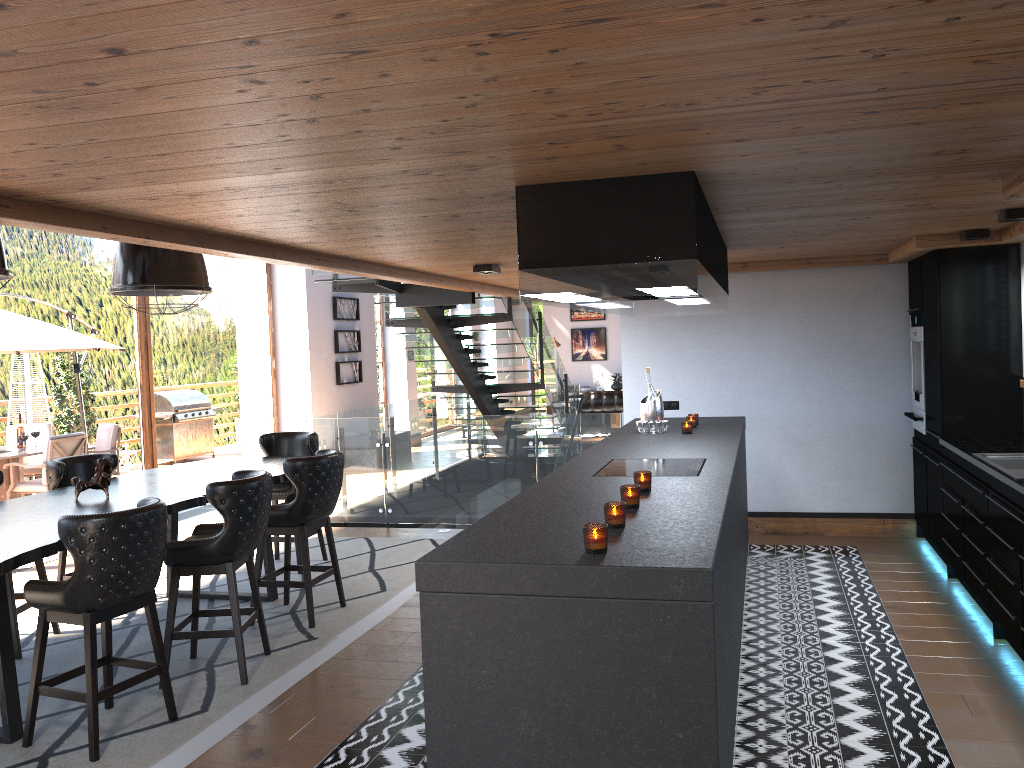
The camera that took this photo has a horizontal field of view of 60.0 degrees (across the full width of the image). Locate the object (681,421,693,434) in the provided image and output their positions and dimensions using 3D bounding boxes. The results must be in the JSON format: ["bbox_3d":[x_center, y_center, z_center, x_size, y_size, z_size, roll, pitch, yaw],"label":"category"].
[{"bbox_3d":[1.181,0.293,5.984,0.080,0.081,0.078,-3,2,-20],"label":"object"}]

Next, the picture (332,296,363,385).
[{"bbox_3d":[-2.498,-0.660,13.499,0.059,1.311,0.779,-2,2,16],"label":"picture"}]

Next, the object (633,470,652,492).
[{"bbox_3d":[0.557,0.414,3.778,0.080,0.081,0.078,-3,2,-30],"label":"object"}]

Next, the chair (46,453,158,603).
[{"bbox_3d":[-2.894,1.052,6.163,0.563,1.091,0.509,-1,2,24],"label":"chair"}]

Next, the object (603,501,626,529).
[{"bbox_3d":[0.357,0.453,3.069,0.080,0.081,0.078,-3,2,-30],"label":"object"}]

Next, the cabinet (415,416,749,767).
[{"bbox_3d":[0.810,0.948,4.913,0.883,1.103,4.833,-2,3,16],"label":"cabinet"}]

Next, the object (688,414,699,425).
[{"bbox_3d":[1.338,0.263,6.538,0.080,0.081,0.078,-3,2,-20],"label":"object"}]

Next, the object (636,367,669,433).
[{"bbox_3d":[0.969,0.108,6.159,0.225,0.452,0.226,-2,2,15],"label":"object"}]

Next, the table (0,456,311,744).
[{"bbox_3d":[-2.352,1.150,5.300,1.420,0.949,3.822,-2,3,16],"label":"table"}]

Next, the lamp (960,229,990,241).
[{"bbox_3d":[3.053,-0.990,5.845,0.154,0.068,0.153,-2,2,15],"label":"lamp"}]

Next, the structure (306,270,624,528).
[{"bbox_3d":[-2.677,0.988,10.931,9.154,6.395,11.099,-2,2,15],"label":"structure"}]

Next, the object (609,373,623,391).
[{"bbox_3d":[2.559,-0.060,21.579,0.337,0.455,0.338,-1,3,41],"label":"object"}]

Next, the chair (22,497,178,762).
[{"bbox_3d":[-1.873,1.102,4.097,0.563,1.091,0.509,-1,2,24],"label":"chair"}]

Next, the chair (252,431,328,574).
[{"bbox_3d":[-1.835,0.954,7.233,0.501,1.091,0.572,-2,2,14],"label":"chair"}]

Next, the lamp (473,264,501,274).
[{"bbox_3d":[-0.198,-0.914,7.017,0.154,0.068,0.263,-2,3,16],"label":"lamp"}]

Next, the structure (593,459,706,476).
[{"bbox_3d":[0.707,0.427,4.474,0.501,0.017,0.614,-2,3,15],"label":"structure"}]

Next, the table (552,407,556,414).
[{"bbox_3d":[1.030,0.634,17.607,0.403,0.609,0.420,-2,2,15],"label":"table"}]

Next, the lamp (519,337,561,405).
[{"bbox_3d":[0.651,-0.150,21.165,0.521,1.898,1.338,-1,2,36],"label":"lamp"}]

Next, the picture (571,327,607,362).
[{"bbox_3d":[1.905,-0.979,21.996,0.874,0.816,0.036,-2,2,15],"label":"picture"}]

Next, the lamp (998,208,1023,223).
[{"bbox_3d":[2.782,-0.937,4.889,0.154,0.068,0.153,-2,2,15],"label":"lamp"}]

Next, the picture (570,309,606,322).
[{"bbox_3d":[1.865,-1.972,21.965,0.874,0.816,0.036,-2,2,15],"label":"picture"}]

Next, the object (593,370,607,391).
[{"bbox_3d":[2.121,-0.072,21.625,0.261,0.532,0.424,-3,2,-16],"label":"object"}]

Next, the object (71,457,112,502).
[{"bbox_3d":[-2.492,0.563,5.262,0.223,0.253,0.115,-3,2,-22],"label":"object"}]

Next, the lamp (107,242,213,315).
[{"bbox_3d":[-2.330,-2.782,5.594,0.628,4.683,0.615,-3,2,-30],"label":"lamp"}]

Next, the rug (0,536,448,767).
[{"bbox_3d":[-2.187,1.585,5.612,2.536,0.047,5.669,-2,3,16],"label":"rug"}]

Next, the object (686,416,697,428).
[{"bbox_3d":[1.286,0.273,6.355,0.080,0.081,0.078,-3,2,-20],"label":"object"}]

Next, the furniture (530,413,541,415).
[{"bbox_3d":[-0.293,0.747,18.147,1.168,0.436,2.778,-2,3,16],"label":"furniture"}]

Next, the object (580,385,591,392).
[{"bbox_3d":[1.803,0.113,21.808,0.279,0.160,0.261,-2,2,18],"label":"object"}]

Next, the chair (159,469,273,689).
[{"bbox_3d":[-1.587,1.047,4.874,0.568,1.091,0.504,-2,2,-1],"label":"chair"}]

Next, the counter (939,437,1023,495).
[{"bbox_3d":[2.891,0.458,4.890,0.528,0.040,2.584,-2,3,16],"label":"counter"}]

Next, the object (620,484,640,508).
[{"bbox_3d":[0.457,0.434,3.423,0.080,0.081,0.078,-3,2,-30],"label":"object"}]

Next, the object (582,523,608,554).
[{"bbox_3d":[0.256,0.473,2.714,0.080,0.081,0.078,-3,2,-30],"label":"object"}]

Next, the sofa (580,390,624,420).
[{"bbox_3d":[2.356,0.505,16.719,2.551,0.838,1.247,-2,2,14],"label":"sofa"}]

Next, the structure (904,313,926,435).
[{"bbox_3d":[3.309,-0.089,7.106,0.254,0.945,0.601,-2,2,16],"label":"structure"}]

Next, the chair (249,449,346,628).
[{"bbox_3d":[-1.371,0.998,5.818,0.565,1.091,0.507,-2,2,14],"label":"chair"}]

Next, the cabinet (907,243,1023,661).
[{"bbox_3d":[2.703,0.264,4.258,0.540,2.379,6.473,-2,2,16],"label":"cabinet"}]

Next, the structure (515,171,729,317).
[{"bbox_3d":[0.806,-0.664,5.041,0.706,0.476,3.272,-2,3,16],"label":"structure"}]

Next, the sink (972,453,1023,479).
[{"bbox_3d":[2.852,0.311,4.809,0.459,0.420,0.968,-2,2,16],"label":"sink"}]

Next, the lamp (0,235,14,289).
[{"bbox_3d":[-2.765,-2.697,4.054,0.628,4.683,0.615,-3,2,-30],"label":"lamp"}]

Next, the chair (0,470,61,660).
[{"bbox_3d":[-3.181,1.087,5.386,0.568,1.091,0.504,-2,2,-1],"label":"chair"}]
